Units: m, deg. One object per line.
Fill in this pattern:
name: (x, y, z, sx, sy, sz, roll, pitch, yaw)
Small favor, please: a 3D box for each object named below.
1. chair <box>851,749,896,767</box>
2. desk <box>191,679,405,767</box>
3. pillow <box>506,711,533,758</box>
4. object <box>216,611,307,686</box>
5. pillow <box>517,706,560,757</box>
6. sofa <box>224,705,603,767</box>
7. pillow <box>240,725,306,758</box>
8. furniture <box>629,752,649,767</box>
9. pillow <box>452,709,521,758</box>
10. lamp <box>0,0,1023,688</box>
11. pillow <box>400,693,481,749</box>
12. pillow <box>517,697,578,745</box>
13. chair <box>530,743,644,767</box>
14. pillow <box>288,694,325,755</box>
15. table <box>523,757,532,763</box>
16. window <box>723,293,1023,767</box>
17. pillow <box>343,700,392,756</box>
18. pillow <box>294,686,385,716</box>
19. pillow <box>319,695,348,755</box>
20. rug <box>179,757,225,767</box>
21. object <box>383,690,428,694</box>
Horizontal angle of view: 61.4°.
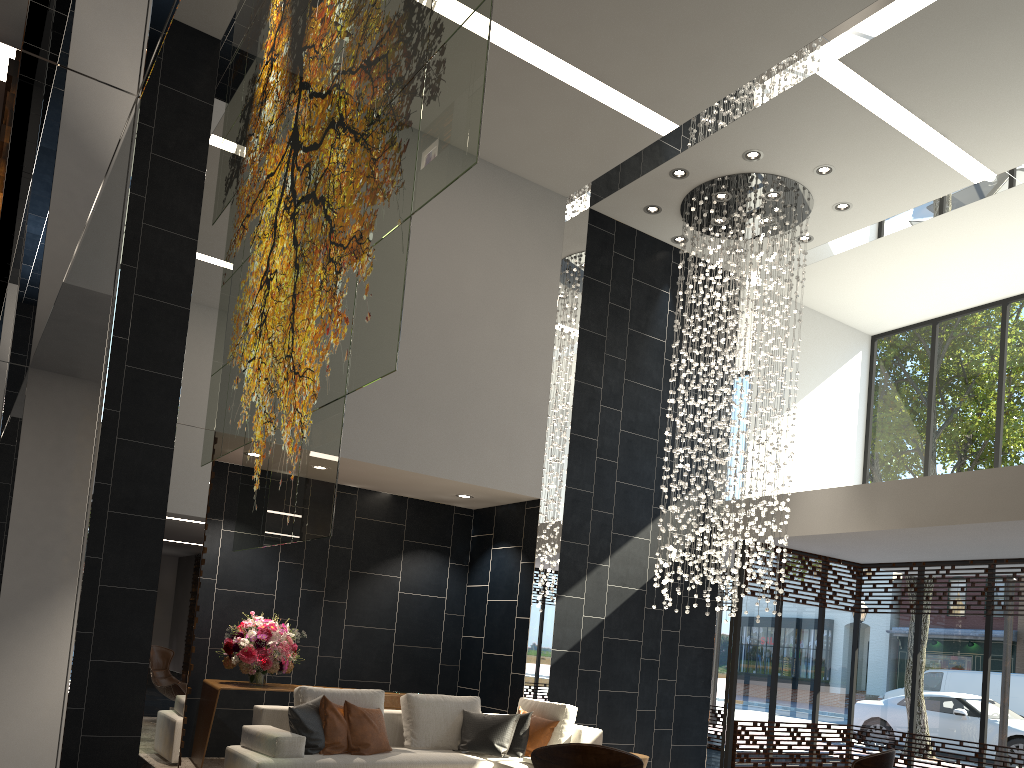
chair: (1.716, 2.470, 4.881, 0.787, 0.900, 0.699, 1, -10, 24)
desk: (-1.808, 3.252, 8.151, 2.291, 0.724, 1.008, 15, -16, -32)
pillow: (-0.060, 2.839, 7.000, 0.553, 0.402, 0.264, -1, -9, 24)
object: (-2.268, 2.393, 7.797, 0.678, 0.654, 0.698, 14, -14, -41)
pillow: (0.130, 2.865, 7.075, 0.274, 0.398, 0.527, 11, -13, -36)
sofa: (-0.665, 2.909, 6.620, 2.911, 0.660, 1.315, 16, -18, -32)
pillow: (-1.662, 2.474, 5.987, 0.245, 0.146, 0.634, 15, -19, -36)
furniture: (0.872, 3.203, 6.852, 0.392, 0.504, 0.406, 5, -9, 2)
pillow: (-0.206, 2.795, 6.892, 0.504, 0.353, 0.310, 1, -10, 16)
lamp: (1.893, -44.362, 6.139, 400.429, 110.180, 414.710, 7, -16, -7)
pillow: (-0.558, 2.758, 7.047, 0.734, 0.423, 0.294, 14, -11, -32)
pillow: (0.256, 2.885, 7.242, 0.222, 0.441, 0.726, 9, -13, -31)
chair: (0.359, 2.045, 3.884, 0.677, 0.898, 0.814, 6, -10, -5)
pillow: (-1.418, 2.421, 6.139, 0.254, 0.399, 0.578, 3, -13, 15)
table: (0.338, 3.073, 6.496, 0.408, 0.450, 0.406, 11, -12, -32)
window: (5.405, 1.350, 8.380, 2.398, 5.813, 6.249, 9, -11, -32)
pillow: (-1.062, 2.550, 6.390, 0.268, 0.398, 0.540, 1, -13, 27)
pillow: (-1.304, 2.535, 6.554, 0.735, 0.438, 0.250, 14, -11, -33)
pillow: (-1.251, 2.475, 6.278, 0.242, 0.414, 0.572, 2, -13, 22)
rug: (-0.369, 3.161, 6.216, 3.280, 0.006, 6.023, 15, -20, -31)
object: (-1.125, 3.067, 8.574, 0.720, 0.025, 0.248, 12, -18, -22)
